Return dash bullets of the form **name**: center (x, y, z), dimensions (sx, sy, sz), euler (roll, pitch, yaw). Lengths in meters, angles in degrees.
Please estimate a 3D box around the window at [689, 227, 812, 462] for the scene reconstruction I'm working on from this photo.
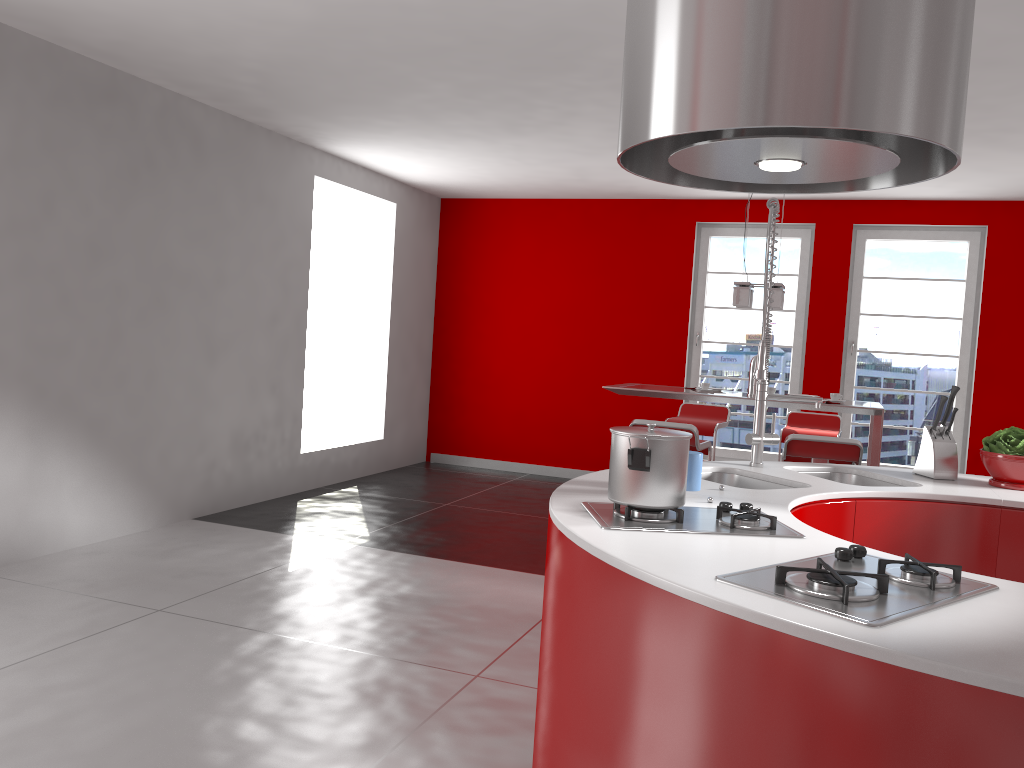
- **window**: center (2.070, -0.351, 7.825), dimensions (0.938, 2.038, 0.117), euler (5, 3, 20)

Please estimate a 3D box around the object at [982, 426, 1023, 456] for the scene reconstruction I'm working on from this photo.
- **object**: center (1.696, 0.237, 2.993), dimensions (0.198, 0.182, 0.193), euler (5, 3, 26)

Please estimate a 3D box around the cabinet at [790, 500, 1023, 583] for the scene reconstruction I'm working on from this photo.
- **cabinet**: center (1.536, 0.780, 2.392), dimensions (1.875, 0.761, 1.025), euler (2, 3, -24)

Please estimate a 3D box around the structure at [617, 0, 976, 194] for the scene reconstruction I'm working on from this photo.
- **structure**: center (0.562, -0.904, 1.737), dimensions (0.644, 0.958, 0.644), euler (3, 3, -13)

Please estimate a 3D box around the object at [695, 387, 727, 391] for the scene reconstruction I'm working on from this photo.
- **object**: center (1.384, 0.036, 6.181), dimensions (0.217, 0.015, 0.217), euler (6, 4, 44)

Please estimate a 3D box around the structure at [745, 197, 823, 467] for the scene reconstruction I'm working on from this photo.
- **structure**: center (0.911, -0.164, 3.042), dimensions (0.308, 0.920, 0.178), euler (2, 3, -26)

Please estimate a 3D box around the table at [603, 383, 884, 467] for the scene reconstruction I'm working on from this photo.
- **table**: center (1.496, 0.567, 5.891), dimensions (1.700, 1.000, 0.800), euler (5, 3, 20)

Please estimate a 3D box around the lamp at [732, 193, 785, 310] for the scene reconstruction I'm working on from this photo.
- **lamp**: center (1.646, -1.011, 5.788), dimensions (0.304, 1.025, 0.304), euler (5, 3, 20)

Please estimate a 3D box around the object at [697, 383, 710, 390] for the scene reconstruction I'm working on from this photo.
- **object**: center (1.297, 0.017, 5.988), dimensions (0.078, 0.049, 0.062), euler (6, 4, 43)

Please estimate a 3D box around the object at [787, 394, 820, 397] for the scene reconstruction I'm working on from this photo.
- **object**: center (1.962, 0.083, 5.974), dimensions (0.217, 0.015, 0.217), euler (3, 3, -4)

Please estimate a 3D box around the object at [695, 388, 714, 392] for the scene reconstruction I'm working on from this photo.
- **object**: center (1.301, 0.042, 5.984), dimensions (0.119, 0.016, 0.119), euler (4, 3, 0)

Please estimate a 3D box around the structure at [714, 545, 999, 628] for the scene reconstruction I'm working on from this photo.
- **structure**: center (0.618, 0.337, 1.574), dimensions (0.457, 0.037, 0.303), euler (1, 4, -40)

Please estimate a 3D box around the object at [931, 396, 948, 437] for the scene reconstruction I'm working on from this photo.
- **object**: center (1.479, 0.177, 3.110), dimensions (0.012, 0.279, 0.130), euler (3, 3, -9)

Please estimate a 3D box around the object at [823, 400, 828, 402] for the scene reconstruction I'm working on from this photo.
- **object**: center (1.837, 0.102, 5.467), dimensions (0.217, 0.015, 0.217), euler (2, 4, -33)

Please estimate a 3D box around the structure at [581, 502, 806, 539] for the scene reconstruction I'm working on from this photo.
- **structure**: center (0.409, 0.299, 2.064), dimensions (0.457, 0.037, 0.303), euler (3, 3, -5)

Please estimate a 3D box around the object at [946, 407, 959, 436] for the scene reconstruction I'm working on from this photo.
- **object**: center (1.532, 0.178, 3.117), dimensions (0.009, 0.197, 0.091), euler (3, 3, -9)

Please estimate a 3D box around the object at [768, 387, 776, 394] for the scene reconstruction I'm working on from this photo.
- **object**: center (1.728, 0.047, 5.941), dimensions (0.062, 0.049, 0.078), euler (2, 3, -30)

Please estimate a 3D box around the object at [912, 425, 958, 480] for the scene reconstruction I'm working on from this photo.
- **object**: center (1.501, 0.238, 3.135), dimensions (0.091, 0.178, 0.137), euler (3, 3, -7)

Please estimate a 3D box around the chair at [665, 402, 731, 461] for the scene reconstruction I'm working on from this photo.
- **chair**: center (1.399, 0.586, 6.789), dimensions (0.418, 0.857, 0.460), euler (5, 3, 28)

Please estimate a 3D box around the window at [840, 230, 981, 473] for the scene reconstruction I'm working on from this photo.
- **window**: center (3.286, -0.251, 7.375), dimensions (0.938, 2.038, 0.117), euler (5, 3, 20)

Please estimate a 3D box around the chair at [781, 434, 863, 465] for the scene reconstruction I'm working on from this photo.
- **chair**: center (1.700, 0.700, 4.961), dimensions (0.418, 0.857, 0.460), euler (4, 3, 16)

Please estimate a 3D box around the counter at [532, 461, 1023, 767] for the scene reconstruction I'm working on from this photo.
- **counter**: center (1.296, 0.790, 2.526), dimensions (2.865, 0.880, 1.868), euler (1, 4, -36)

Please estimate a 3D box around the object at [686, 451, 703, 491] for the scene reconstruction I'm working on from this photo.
- **object**: center (0.475, 0.235, 2.384), dimensions (0.080, 0.100, 0.109), euler (3, 3, -7)

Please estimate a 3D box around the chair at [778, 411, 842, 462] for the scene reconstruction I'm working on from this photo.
- **chair**: center (2.178, 0.649, 6.521), dimensions (0.418, 0.857, 0.460), euler (5, 3, 23)

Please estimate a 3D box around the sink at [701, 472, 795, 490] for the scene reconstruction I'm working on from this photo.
- **sink**: center (0.707, 0.402, 2.834), dimensions (0.326, 0.172, 0.428), euler (2, 3, -31)

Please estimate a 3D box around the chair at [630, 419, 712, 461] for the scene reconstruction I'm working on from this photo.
- **chair**: center (0.920, 0.636, 5.256), dimensions (0.418, 0.857, 0.460), euler (5, 3, 25)

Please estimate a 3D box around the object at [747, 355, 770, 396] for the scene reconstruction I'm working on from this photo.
- **object**: center (1.622, -0.066, 5.799), dimensions (0.149, 0.287, 0.113), euler (5, 3, 28)

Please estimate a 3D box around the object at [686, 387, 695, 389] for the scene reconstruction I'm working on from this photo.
- **object**: center (1.255, 0.027, 6.232), dimensions (0.095, 0.012, 0.234), euler (5, 3, 19)

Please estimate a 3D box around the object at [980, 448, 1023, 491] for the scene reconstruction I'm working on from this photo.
- **object**: center (1.702, 0.291, 2.992), dimensions (0.229, 0.118, 0.228), euler (3, 3, -8)

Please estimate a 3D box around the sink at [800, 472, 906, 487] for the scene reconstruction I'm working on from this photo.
- **sink**: center (1.149, 0.419, 3.038), dimensions (0.326, 0.172, 0.428), euler (3, 3, -19)

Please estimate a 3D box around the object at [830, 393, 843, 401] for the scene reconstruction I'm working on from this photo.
- **object**: center (2.044, 0.085, 5.589), dimensions (0.078, 0.049, 0.062), euler (5, 3, 20)

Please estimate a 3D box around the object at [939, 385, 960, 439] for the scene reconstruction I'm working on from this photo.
- **object**: center (1.508, 0.164, 3.104), dimensions (0.014, 0.322, 0.150), euler (3, 3, -9)

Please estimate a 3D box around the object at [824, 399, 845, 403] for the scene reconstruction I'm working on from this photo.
- **object**: center (2.035, 0.108, 5.593), dimensions (0.119, 0.016, 0.119), euler (6, 4, 40)

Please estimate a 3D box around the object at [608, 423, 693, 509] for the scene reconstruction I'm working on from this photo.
- **object**: center (0.317, 0.183, 2.054), dimensions (0.189, 0.185, 0.218), euler (3, 3, -17)

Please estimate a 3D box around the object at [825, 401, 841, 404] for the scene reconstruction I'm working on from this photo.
- **object**: center (1.964, 0.114, 5.413), dimensions (0.095, 0.012, 0.234), euler (5, 3, 20)
